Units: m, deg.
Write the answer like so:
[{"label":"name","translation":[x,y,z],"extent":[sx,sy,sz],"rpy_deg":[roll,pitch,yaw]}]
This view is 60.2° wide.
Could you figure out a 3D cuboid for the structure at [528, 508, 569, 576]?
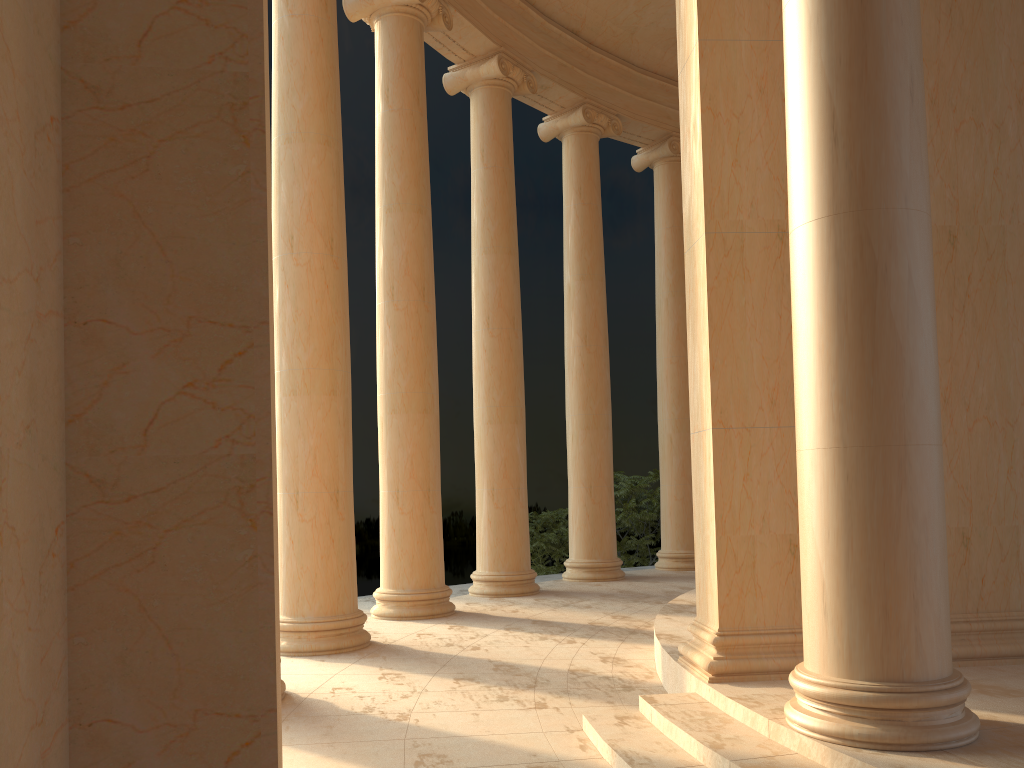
[{"label":"structure","translation":[50.851,308.616,1520.917],"extent":[149.278,187.729,156.219],"rpy_deg":[-2,-4,8]}]

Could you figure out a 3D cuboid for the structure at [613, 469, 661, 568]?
[{"label":"structure","translation":[239.119,300.845,1607.385],"extent":[247.127,298.541,238.594],"rpy_deg":[-1,-4,-2]}]
